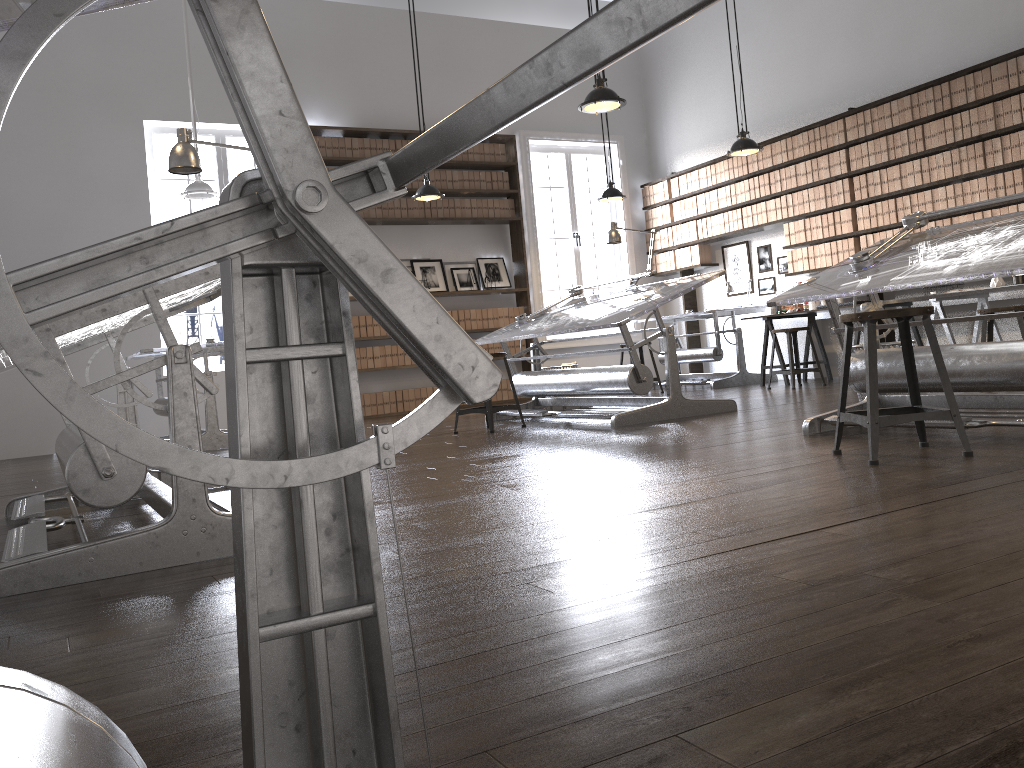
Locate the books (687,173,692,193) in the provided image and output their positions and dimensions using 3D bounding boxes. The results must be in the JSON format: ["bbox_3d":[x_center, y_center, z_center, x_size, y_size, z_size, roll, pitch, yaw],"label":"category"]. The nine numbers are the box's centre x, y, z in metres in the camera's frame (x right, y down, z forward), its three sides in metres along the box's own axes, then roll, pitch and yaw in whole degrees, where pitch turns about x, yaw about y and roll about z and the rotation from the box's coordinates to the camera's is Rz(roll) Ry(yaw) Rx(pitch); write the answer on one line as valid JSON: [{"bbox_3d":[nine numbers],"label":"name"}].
[{"bbox_3d":[2.084,-2.283,10.067,0.175,0.226,0.066,-5,-1,-28],"label":"books"}]

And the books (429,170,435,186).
[{"bbox_3d":[-0.907,-2.208,9.678,0.067,0.226,0.174,-5,-1,-28],"label":"books"}]

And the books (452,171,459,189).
[{"bbox_3d":[-0.661,-2.234,9.814,0.067,0.226,0.174,-5,-1,-28],"label":"books"}]

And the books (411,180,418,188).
[{"bbox_3d":[-1.085,-2.190,9.583,0.067,0.226,0.174,-5,-1,-28],"label":"books"}]

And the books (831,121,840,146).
[{"bbox_3d":[3.065,-2.321,8.230,0.175,0.226,0.066,-5,-1,-28],"label":"books"}]

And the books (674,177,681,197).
[{"bbox_3d":[1.977,-2.279,10.256,0.175,0.226,0.066,-5,-1,-28],"label":"books"}]

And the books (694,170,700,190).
[{"bbox_3d":[2.144,-2.285,9.943,0.175,0.226,0.066,-5,-1,-28],"label":"books"}]

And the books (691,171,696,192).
[{"bbox_3d":[2.117,-2.284,10.005,0.175,0.226,0.066,-5,-1,-28],"label":"books"}]

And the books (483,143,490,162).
[{"bbox_3d":[-0.324,-2.590,10.017,0.067,0.226,0.174,-5,-1,-28],"label":"books"}]

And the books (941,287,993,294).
[{"bbox_3d":[3.459,-0.706,6.670,0.256,0.029,0.354,-6,2,-28],"label":"books"}]

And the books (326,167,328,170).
[{"bbox_3d":[-1.945,-2.100,9.118,0.067,0.226,0.174,-5,-1,-28],"label":"books"}]

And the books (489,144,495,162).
[{"bbox_3d":[-0.267,-2.596,10.054,0.067,0.226,0.174,-4,-1,-28],"label":"books"}]

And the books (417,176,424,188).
[{"bbox_3d":[-1.022,-2.196,9.619,0.067,0.226,0.174,-4,-1,-28],"label":"books"}]

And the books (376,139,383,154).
[{"bbox_3d":[-1.435,-2.474,9.422,0.067,0.226,0.174,-5,-1,-28],"label":"books"}]

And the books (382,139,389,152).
[{"bbox_3d":[-1.371,-2.480,9.452,0.067,0.226,0.174,-4,-1,-28],"label":"books"}]

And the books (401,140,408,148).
[{"bbox_3d":[-1.180,-2.501,9.561,0.067,0.226,0.174,-4,-1,-28],"label":"books"}]

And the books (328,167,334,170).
[{"bbox_3d":[-1.882,-2.106,9.154,0.067,0.226,0.174,-4,-1,-28],"label":"books"}]

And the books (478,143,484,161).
[{"bbox_3d":[-0.385,-2.584,9.989,0.067,0.226,0.174,-4,-1,-28],"label":"books"}]

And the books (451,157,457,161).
[{"bbox_3d":[-0.687,-2.552,9.824,0.067,0.226,0.174,-5,-1,-28],"label":"books"}]

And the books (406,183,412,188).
[{"bbox_3d":[-1.151,-2.183,9.549,0.067,0.226,0.174,-4,-1,-28],"label":"books"}]

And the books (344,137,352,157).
[{"bbox_3d":[-1.732,-2.443,9.256,0.067,0.226,0.174,-4,-1,-28],"label":"books"}]

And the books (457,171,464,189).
[{"bbox_3d":[-0.606,-2.240,9.846,0.067,0.226,0.174,-5,-1,-28],"label":"books"}]

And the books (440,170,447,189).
[{"bbox_3d":[-0.787,-2.221,9.748,0.067,0.226,0.174,-5,-1,-28],"label":"books"}]

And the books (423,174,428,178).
[{"bbox_3d":[-0.968,-2.202,9.650,0.067,0.226,0.174,-4,-1,-28],"label":"books"}]

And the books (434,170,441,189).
[{"bbox_3d":[-0.849,-2.215,9.717,0.067,0.226,0.174,-5,-1,-28],"label":"books"}]

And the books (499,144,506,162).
[{"bbox_3d":[-0.141,-2.609,10.118,0.067,0.226,0.174,-5,-1,-28],"label":"books"}]

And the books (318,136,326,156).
[{"bbox_3d":[-1.979,-2.417,9.121,0.067,0.226,0.174,-4,-1,-28],"label":"books"}]

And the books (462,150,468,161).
[{"bbox_3d":[-0.565,-2.565,9.892,0.067,0.226,0.174,-4,-1,-28],"label":"books"}]

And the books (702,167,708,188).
[{"bbox_3d":[2.207,-2.288,9.830,0.175,0.226,0.066,-5,-1,-28],"label":"books"}]

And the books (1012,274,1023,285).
[{"bbox_3d":[3.796,-0.785,6.406,0.386,0.148,0.294,-6,1,-28],"label":"books"}]

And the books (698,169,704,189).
[{"bbox_3d":[2.179,-2.287,9.886,0.175,0.226,0.066,-5,-1,-28],"label":"books"}]

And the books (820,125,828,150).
[{"bbox_3d":[3.001,-2.319,8.353,0.175,0.226,0.066,-5,-1,-28],"label":"books"}]

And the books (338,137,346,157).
[{"bbox_3d":[-1.795,-2.436,9.226,0.067,0.226,0.174,-5,-1,-28],"label":"books"}]

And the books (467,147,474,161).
[{"bbox_3d":[-0.502,-2.572,9.922,0.067,0.226,0.174,-5,-1,-28],"label":"books"}]

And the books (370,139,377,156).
[{"bbox_3d":[-1.497,-2.467,9.388,0.067,0.226,0.174,-5,-1,-28],"label":"books"}]

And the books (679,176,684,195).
[{"bbox_3d":[2.017,-2.280,10.192,0.175,0.226,0.066,-5,-1,-28],"label":"books"}]

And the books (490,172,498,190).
[{"bbox_3d":[-0.234,-2.279,10.043,0.067,0.226,0.174,-5,-1,-28],"label":"books"}]

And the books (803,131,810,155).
[{"bbox_3d":[2.897,-2.314,8.536,0.175,0.226,0.066,-5,-1,-28],"label":"books"}]

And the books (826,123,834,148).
[{"bbox_3d":[3.035,-2.320,8.293,0.175,0.226,0.066,-5,-1,-28],"label":"books"}]

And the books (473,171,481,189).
[{"bbox_3d":[-0.427,-2.259,9.944,0.067,0.226,0.174,-5,-1,-28],"label":"books"}]

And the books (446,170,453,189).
[{"bbox_3d":[-0.723,-2.228,9.778,0.067,0.226,0.174,-4,-1,-28],"label":"books"}]

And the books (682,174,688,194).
[{"bbox_3d":[2.047,-2.281,10.128,0.175,0.226,0.066,-5,-1,-28],"label":"books"}]

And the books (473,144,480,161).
[{"bbox_3d":[-0.439,-2.578,9.958,0.067,0.226,0.174,-4,-1,-28],"label":"books"}]

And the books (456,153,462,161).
[{"bbox_3d":[-0.627,-2.559,9.860,0.067,0.226,0.174,-4,-1,-28],"label":"books"}]

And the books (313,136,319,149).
[{"bbox_3d":[-2.042,-2.410,9.086,0.067,0.226,0.174,-5,-1,-28],"label":"books"}]

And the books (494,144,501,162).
[{"bbox_3d":[-0.205,-2.603,10.088,0.067,0.226,0.174,-4,-1,-28],"label":"books"}]

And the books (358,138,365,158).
[{"bbox_3d":[-1.615,-2.455,9.323,0.067,0.226,0.174,-5,-1,-28],"label":"books"}]

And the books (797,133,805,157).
[{"bbox_3d":[2.866,-2.313,8.601,0.175,0.226,0.066,-5,-1,-28],"label":"books"}]

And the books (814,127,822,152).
[{"bbox_3d":[2.965,-2.317,8.418,0.175,0.226,0.066,-5,-1,-28],"label":"books"}]

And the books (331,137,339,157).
[{"bbox_3d":[-1.857,-2.430,9.195,0.067,0.226,0.174,-5,-1,-28],"label":"books"}]

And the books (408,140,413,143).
[{"bbox_3d":[-1.119,-2.507,9.586,0.067,0.226,0.174,-4,-1,-28],"label":"books"}]

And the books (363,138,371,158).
[{"bbox_3d":[-1.554,-2.461,9.351,0.067,0.226,0.174,-4,-1,-28],"label":"books"}]

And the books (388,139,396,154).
[{"bbox_3d":[-1.311,-2.487,9.490,0.067,0.226,0.174,-4,-1,-28],"label":"books"}]

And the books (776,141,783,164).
[{"bbox_3d":[2.733,-2.308,8.849,0.175,0.226,0.066,-5,-1,-28],"label":"books"}]

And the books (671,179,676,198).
[{"bbox_3d":[1.947,-2.278,10.323,0.175,0.226,0.066,-5,-1,-28],"label":"books"}]

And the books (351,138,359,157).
[{"bbox_3d":[-1.669,-2.449,9.292,0.067,0.226,0.174,-5,-1,-28],"label":"books"}]

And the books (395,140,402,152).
[{"bbox_3d":[-1.243,-2.494,9.521,0.067,0.226,0.174,-5,-1,-28],"label":"books"}]

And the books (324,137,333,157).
[{"bbox_3d":[-1.917,-2.423,9.158,0.067,0.226,0.174,-4,-1,-28],"label":"books"}]
